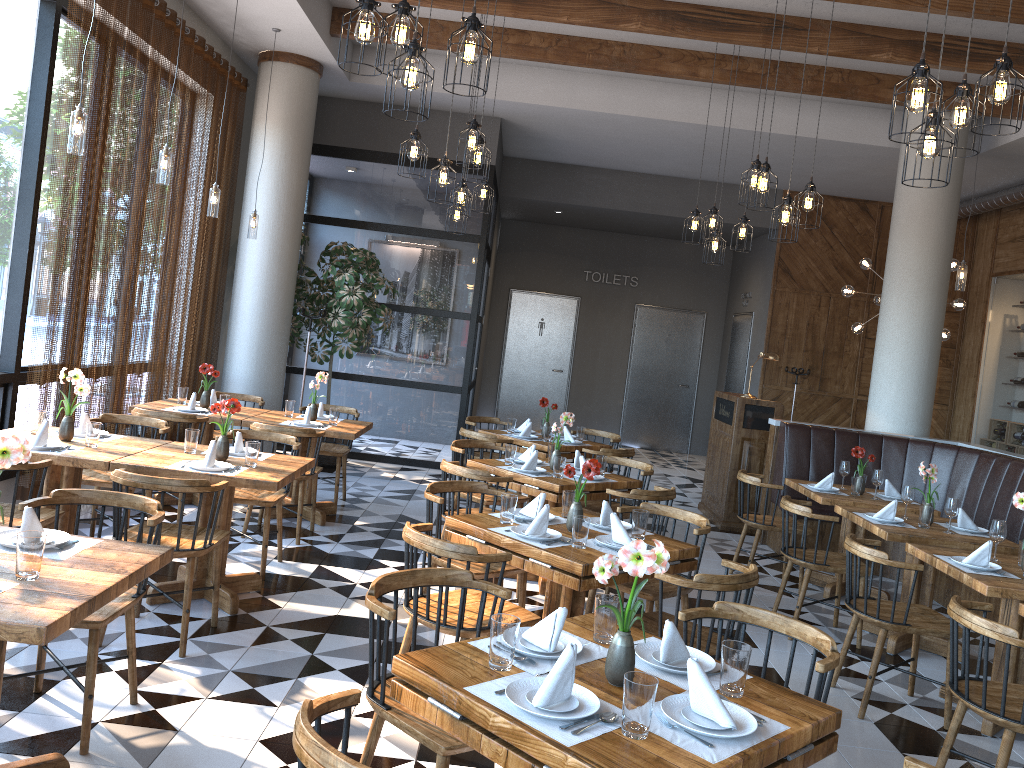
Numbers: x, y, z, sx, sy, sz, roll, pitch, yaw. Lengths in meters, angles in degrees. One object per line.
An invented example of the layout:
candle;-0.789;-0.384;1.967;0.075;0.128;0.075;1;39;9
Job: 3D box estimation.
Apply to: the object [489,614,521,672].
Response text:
object;-0.024;0.687;2.351;0.080;0.132;0.080;6;2;-25

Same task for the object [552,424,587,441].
object;0.490;0.421;8.079;0.271;0.137;0.353;4;4;-45

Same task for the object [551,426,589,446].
object;0.495;0.443;7.702;0.351;0.137;0.273;4;4;-45

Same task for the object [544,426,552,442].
object;0.308;0.430;7.576;0.080;0.132;0.080;7;2;15

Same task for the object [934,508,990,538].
object;2.873;0.854;5.571;0.272;0.137;0.352;7;3;0

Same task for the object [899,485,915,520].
object;2.564;0.767;5.750;0.081;0.215;0.081;7;1;-9

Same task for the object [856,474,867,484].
object;2.681;0.762;6.812;0.080;0.132;0.080;7;1;0

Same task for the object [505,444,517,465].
object;-0.012;0.481;6.001;0.080;0.132;0.080;7;2;15

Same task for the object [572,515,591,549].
object;0.296;0.642;3.834;0.080;0.132;0.080;7;2;15

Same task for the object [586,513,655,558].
object;0.489;0.656;3.955;0.351;0.137;0.273;4;4;-45

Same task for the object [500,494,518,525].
object;-0.018;0.586;4.142;0.080;0.132;0.080;7;1;5

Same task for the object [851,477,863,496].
object;2.556;0.760;6.577;0.080;0.132;0.080;7;2;-15

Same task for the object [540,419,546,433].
object;0.299;0.394;8.192;0.080;0.132;0.080;8;2;25

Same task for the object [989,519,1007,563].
object;2.560;0.827;4.677;0.081;0.215;0.081;6;1;-37

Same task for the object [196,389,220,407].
object;-2.452;0.107;7.302;0.352;0.137;0.272;7;3;0

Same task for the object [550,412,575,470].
object;0.337;0.389;5.993;0.146;0.400;0.206;7;1;11

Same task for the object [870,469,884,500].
object;2.675;0.738;6.495;0.081;0.215;0.081;8;1;31

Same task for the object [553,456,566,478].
object;0.302;0.537;5.693;0.080;0.132;0.080;7;2;15

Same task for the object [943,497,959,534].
object;2.671;0.800;5.391;0.081;0.215;0.081;8;1;31

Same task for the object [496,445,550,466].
object;0.111;0.482;6.193;0.351;0.137;0.273;4;4;-45

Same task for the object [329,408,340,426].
object;-1.399;0.257;6.959;0.080;0.132;0.080;7;2;-15

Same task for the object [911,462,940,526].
object;2.609;0.688;5.587;0.146;0.400;0.206;7;1;7

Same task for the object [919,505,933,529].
object;2.552;0.823;5.473;0.080;0.132;0.080;7;2;-15

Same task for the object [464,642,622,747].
object;0.104;0.711;2.158;0.271;0.137;0.353;4;4;-45

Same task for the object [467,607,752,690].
object;0.286;0.714;2.509;0.581;0.137;0.579;4;4;-45

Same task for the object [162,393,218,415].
object;-2.448;0.138;6.769;0.352;0.137;0.272;7;3;0

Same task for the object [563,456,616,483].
object;0.492;0.550;5.818;0.351;0.137;0.273;4;4;-45

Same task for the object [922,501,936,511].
object;2.678;0.825;5.708;0.080;0.132;0.080;7;1;0

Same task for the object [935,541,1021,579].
object;2.348;0.852;4.472;0.272;0.137;0.352;7;3;0

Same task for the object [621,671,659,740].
object;0.290;0.743;2.043;0.080;0.132;0.080;6;2;-25

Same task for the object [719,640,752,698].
object;0.592;0.762;2.362;0.080;0.132;0.080;6;2;-35

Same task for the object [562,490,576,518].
object;0.287;0.605;4.450;0.080;0.132;0.080;7;1;5

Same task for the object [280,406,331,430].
object;-1.566;0.246;6.768;0.352;0.137;0.272;7;3;0

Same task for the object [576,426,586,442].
object;0.609;0.448;7.896;0.080;0.132;0.080;8;2;25

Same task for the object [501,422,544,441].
object;0.118;0.397;7.699;0.271;0.137;0.353;4;4;-45

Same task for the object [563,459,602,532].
object;0.324;0.517;4.106;0.156;0.355;0.171;6;2;-35

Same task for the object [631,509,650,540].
object;0.597;0.660;4.154;0.080;0.132;0.080;7;1;5

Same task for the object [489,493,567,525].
object;0.107;0.588;4.330;0.351;0.137;0.273;4;4;-45

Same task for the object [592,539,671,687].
object;0.295;0.593;2.318;0.207;0.400;0.146;7;1;20

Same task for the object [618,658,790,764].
object;0.480;0.757;2.161;0.351;0.137;0.273;4;4;-45

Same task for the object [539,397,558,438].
object;0.299;0.297;7.917;0.156;0.355;0.171;6;2;-43

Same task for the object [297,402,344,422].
object;-1.570;0.215;7.300;0.352;0.137;0.272;7;3;0

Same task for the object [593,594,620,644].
object;0.281;0.707;2.659;0.080;0.132;0.080;6;2;-35

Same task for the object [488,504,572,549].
object;0.113;0.610;3.952;0.271;0.137;0.353;4;4;-45

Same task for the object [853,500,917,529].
object;2.352;0.790;5.581;0.272;0.137;0.352;7;3;0

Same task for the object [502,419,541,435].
object;0.113;0.375;8.077;0.351;0.137;0.273;4;4;-45

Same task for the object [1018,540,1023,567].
object;2.674;0.887;4.607;0.080;0.132;0.080;7;1;0

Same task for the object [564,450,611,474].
object;0.487;0.528;6.196;0.271;0.137;0.353;4;4;-45

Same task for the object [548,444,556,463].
object;0.293;0.500;6.309;0.080;0.132;0.080;7;2;15

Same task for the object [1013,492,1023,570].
object;2.633;0.754;4.489;0.206;0.400;0.146;7;1;2

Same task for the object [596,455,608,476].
object;0.603;0.555;6.013;0.080;0.132;0.080;7;2;15

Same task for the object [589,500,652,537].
object;0.484;0.634;4.333;0.271;0.137;0.353;4;4;-45

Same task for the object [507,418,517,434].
object;-0.006;0.374;7.884;0.080;0.132;0.080;6;2;-25

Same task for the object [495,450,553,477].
object;0.116;0.504;5.815;0.271;0.137;0.353;4;4;-45
